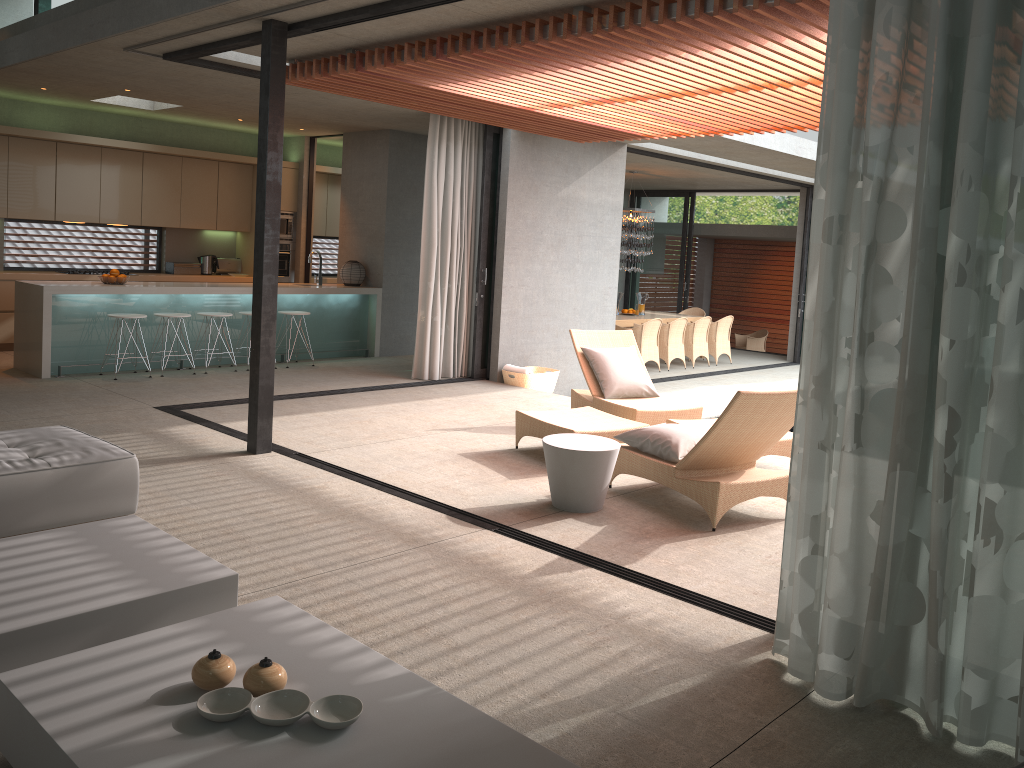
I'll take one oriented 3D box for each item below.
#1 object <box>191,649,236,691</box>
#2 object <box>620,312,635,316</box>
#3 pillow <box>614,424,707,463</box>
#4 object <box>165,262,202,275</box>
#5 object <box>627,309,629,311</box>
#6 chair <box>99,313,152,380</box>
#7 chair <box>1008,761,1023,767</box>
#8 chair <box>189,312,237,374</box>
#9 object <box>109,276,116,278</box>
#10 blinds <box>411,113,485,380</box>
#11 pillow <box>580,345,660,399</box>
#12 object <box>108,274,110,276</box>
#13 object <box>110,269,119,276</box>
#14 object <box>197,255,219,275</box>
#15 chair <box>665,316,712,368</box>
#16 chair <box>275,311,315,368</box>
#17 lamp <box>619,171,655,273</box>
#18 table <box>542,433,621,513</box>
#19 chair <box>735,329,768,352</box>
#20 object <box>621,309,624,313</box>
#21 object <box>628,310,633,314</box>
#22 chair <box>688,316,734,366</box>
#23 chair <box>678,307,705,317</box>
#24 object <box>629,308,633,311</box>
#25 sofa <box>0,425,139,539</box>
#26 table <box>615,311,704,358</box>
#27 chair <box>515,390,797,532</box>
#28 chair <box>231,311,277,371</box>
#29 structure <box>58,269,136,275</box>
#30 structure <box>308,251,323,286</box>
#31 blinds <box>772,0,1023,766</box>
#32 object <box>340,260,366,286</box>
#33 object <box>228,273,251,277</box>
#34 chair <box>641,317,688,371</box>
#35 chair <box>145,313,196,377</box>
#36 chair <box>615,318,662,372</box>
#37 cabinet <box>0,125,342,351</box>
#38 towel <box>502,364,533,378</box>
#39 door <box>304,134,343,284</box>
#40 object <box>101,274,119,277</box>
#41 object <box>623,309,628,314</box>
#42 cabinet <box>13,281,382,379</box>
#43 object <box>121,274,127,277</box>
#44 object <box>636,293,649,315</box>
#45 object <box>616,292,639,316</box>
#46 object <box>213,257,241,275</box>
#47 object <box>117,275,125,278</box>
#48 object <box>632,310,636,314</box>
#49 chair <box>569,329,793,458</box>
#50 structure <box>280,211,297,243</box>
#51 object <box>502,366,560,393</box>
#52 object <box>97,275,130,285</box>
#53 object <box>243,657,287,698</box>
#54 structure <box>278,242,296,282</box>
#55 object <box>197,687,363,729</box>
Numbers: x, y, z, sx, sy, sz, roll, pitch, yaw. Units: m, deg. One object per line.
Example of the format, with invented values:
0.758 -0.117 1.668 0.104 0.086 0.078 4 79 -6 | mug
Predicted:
-0.835 0.796 2.477 0.119 0.105 0.120 2 7 -12 | object
2.028 -1.216 15.371 0.310 0.034 0.312 5 9 11 | object
1.073 0.367 5.722 0.596 0.193 0.598 -3 10 -35 | pillow
-4.522 -1.590 12.165 0.242 0.159 0.401 10 11 42 | object
2.011 -1.264 15.453 0.081 0.080 0.081 8 8 37 | object
-3.906 -0.388 8.953 0.384 0.620 0.382 8 7 43 | chair
1.129 0.969 1.481 0.923 0.782 0.926 -3 9 -43 | chair
-3.254 -0.458 9.648 0.384 0.620 0.382 8 7 43 | chair
-4.196 -1.097 9.271 0.081 0.080 0.081 1 7 -18 | object
-0.686 -1.525 9.979 0.230 2.916 0.886 7 6 39 | blinds
0.972 -0.111 7.956 0.608 0.424 0.430 -1 8 -29 | pillow
-4.294 -1.123 9.391 0.086 0.086 0.087 4 6 3 | object
-4.221 -1.176 9.387 0.095 0.093 0.095 0 7 -27 | object
-4.261 -1.672 12.382 0.278 0.283 0.178 -2 8 -42 | object
2.999 -0.739 14.872 0.634 0.858 0.618 9 8 43 | chair
-2.571 -0.533 10.381 0.384 0.620 0.382 8 7 43 | chair
2.058 -2.813 15.383 0.621 1.744 0.620 7 6 43 | lamp
0.409 0.545 5.370 0.476 0.390 0.477 6 8 24 | table
5.485 -0.832 20.199 0.629 0.858 0.622 1 6 -17 | chair
1.947 -1.261 15.400 0.086 0.086 0.087 4 6 3 | object
2.044 -1.235 15.279 0.081 0.080 0.081 1 7 -18 | object
3.505 -0.793 15.411 0.634 0.858 0.618 9 8 43 | chair
3.332 -1.029 16.876 0.621 0.858 0.631 8 8 43 | chair
2.056 -1.286 15.324 0.071 0.048 0.072 4 7 4 | object
-2.742 0.352 4.135 1.019 0.728 1.600 10 10 42 | sofa
1.949 -0.818 15.343 1.288 0.752 3.265 10 11 42 | table
0.929 0.256 6.021 0.700 0.821 2.313 -1 9 -32 | chair
-2.915 -0.495 10.012 0.384 0.620 0.382 8 7 43 | chair
-5.208 -1.379 11.102 0.466 0.090 0.841 11 12 42 | structure
-2.501 -1.459 11.148 0.259 0.438 0.097 8 6 43 | structure
1.922 -0.219 2.444 2.439 2.905 0.223 9 7 43 | blinds
-2.098 -1.459 11.639 0.341 0.332 0.341 8 8 34 | object
-3.850 -1.536 12.468 0.310 0.034 0.312 5 9 11 | object
2.493 -0.684 14.334 0.634 0.858 0.618 9 8 43 | chair
-3.582 -0.423 9.298 0.384 0.620 0.382 8 7 43 | chair
1.987 -0.630 13.795 0.634 0.858 0.618 9 8 43 | chair
-4.031 -1.750 11.407 1.976 2.549 7.488 9 10 42 | cabinet
0.115 -0.056 10.061 0.371 0.310 0.310 10 9 43 | towel
-3.537 -0.490 6.967 5.783 4.442 15.431 5 9 15 | door
-4.238 -1.112 9.302 0.173 0.099 0.097 3 6 -2 | object
1.963 -1.249 15.311 0.094 0.093 0.095 7 8 33 | object
-3.413 -0.708 10.305 0.805 0.893 4.131 9 10 42 | cabinet
-4.149 -1.123 9.414 0.094 0.094 0.095 7 8 31 | object
2.283 -1.408 15.567 0.193 0.384 0.193 6 6 25 | object
1.891 -1.376 15.216 0.541 0.384 0.327 -1 7 -31 | object
-4.080 -1.683 12.647 0.151 0.246 0.390 8 9 43 | object
-4.131 -1.106 9.324 0.087 0.086 0.087 7 8 33 | object
2.109 -1.244 15.333 0.087 0.086 0.087 7 8 33 | object
1.329 0.083 7.289 0.700 0.821 2.314 0 9 -28 | chair
-3.507 -2.286 12.784 0.462 0.434 0.598 9 9 43 | structure
0.210 -0.011 10.177 0.448 0.298 0.681 10 10 42 | object
-4.216 -1.100 9.358 0.317 0.081 0.316 11 11 42 | object
-0.683 0.809 2.448 0.119 0.105 0.120 -3 9 -42 | object
-3.522 -1.779 12.807 0.500 0.576 0.597 9 9 43 | structure
-0.613 0.864 2.339 0.437 0.039 0.156 3 8 -1 | object
